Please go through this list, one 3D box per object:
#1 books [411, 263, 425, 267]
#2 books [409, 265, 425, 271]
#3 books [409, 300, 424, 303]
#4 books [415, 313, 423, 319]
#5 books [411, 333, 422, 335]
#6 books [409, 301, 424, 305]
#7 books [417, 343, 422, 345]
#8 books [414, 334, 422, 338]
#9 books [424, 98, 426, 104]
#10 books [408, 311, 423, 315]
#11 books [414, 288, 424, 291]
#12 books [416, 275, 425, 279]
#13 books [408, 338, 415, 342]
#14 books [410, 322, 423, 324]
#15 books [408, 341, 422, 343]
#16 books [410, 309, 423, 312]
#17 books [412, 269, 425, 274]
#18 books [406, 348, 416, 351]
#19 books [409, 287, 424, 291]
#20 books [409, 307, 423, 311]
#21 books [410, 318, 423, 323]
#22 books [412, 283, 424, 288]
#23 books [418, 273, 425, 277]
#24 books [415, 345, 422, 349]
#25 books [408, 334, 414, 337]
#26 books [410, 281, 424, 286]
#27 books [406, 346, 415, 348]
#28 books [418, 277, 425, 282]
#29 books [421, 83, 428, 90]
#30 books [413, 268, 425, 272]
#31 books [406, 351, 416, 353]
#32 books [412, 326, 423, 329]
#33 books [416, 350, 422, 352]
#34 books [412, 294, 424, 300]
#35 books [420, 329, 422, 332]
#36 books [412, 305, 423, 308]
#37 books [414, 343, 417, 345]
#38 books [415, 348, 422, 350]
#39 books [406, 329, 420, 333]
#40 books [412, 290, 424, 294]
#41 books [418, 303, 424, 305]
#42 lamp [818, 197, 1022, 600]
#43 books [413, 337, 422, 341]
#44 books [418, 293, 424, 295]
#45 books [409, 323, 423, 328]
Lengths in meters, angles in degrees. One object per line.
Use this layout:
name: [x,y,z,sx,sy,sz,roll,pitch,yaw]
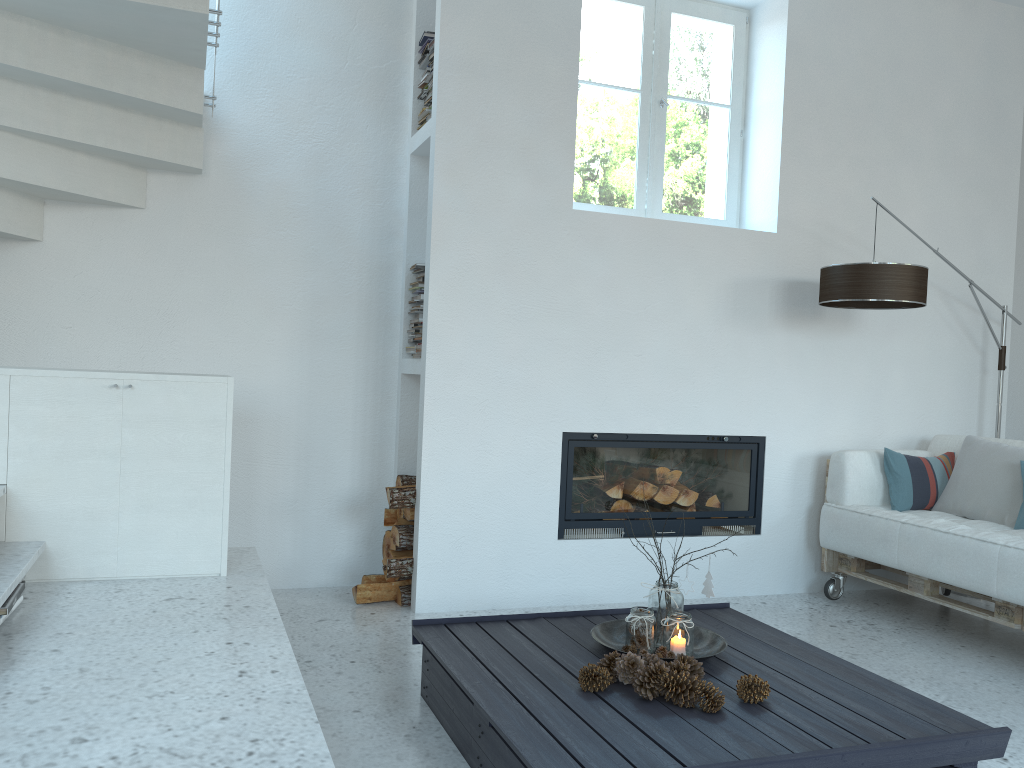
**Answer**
books: [-0.326,-0.553,4.230,0.290,0.008,0.160,2,1,-16]
books: [-0.332,-0.544,4.245,0.295,0.011,0.137,2,1,-18]
books: [-0.338,-0.385,4.245,0.295,0.007,0.146,2,1,-18]
books: [-0.344,-0.315,4.243,0.222,0.028,0.141,2,1,-15]
books: [-0.314,-0.219,4.018,0.264,0.005,0.115,2,1,-21]
books: [-0.339,-0.379,4.247,0.290,0.005,0.126,2,1,-25]
books: [-0.319,-0.176,4.027,0.207,0.009,0.121,2,1,-16]
books: [-0.319,-0.212,4.033,0.225,0.011,0.142,2,1,-18]
books: [-0.288,-1.345,4.211,0.236,0.015,0.150,2,1,-17]
books: [-0.342,-0.333,4.241,0.285,0.008,0.159,2,1,-19]
books: [-0.333,-0.439,4.237,0.254,0.006,0.161,2,1,-18]
books: [-0.326,-0.501,4.223,0.225,0.005,0.193,2,1,-21]
books: [-0.345,-0.202,4.235,0.285,0.012,0.159,2,1,-15]
books: [-0.338,-0.281,4.224,0.254,0.007,0.189,2,1,-23]
books: [-0.345,-0.193,4.235,0.285,0.006,0.159,2,1,-15]
books: [-0.341,-0.342,4.249,0.266,0.010,0.145,2,1,-21]
books: [-0.324,-0.524,4.220,0.262,0.006,0.184,2,1,-24]
books: [-0.348,-0.158,4.239,0.290,0.013,0.157,2,1,-24]
books: [-0.338,-0.446,4.251,0.295,0.007,0.135,2,1,-21]
books: [-0.334,-0.349,4.230,0.289,0.005,0.169,2,1,-16]
books: [-0.340,-0.293,4.229,0.263,0.016,0.192,2,1,-20]
books: [-0.334,-0.458,4.241,0.263,0.017,0.156,2,1,-19]
books: [-0.329,-0.513,4.232,0.203,0.018,0.159,2,1,-25]
books: [-0.323,-0.164,4.039,0.211,0.016,0.153,2,1,-18]
books: [-0.344,-0.225,4.234,0.282,0.010,0.169,2,1,-17]
books: [-0.332,-0.470,4.237,0.285,0.008,0.159,2,1,-22]
books: [-0.346,-0.167,4.233,0.291,0.007,0.174,2,1,-23]
books: [-0.333,-0.486,4.241,0.218,0.025,0.141,2,1,-15]
books: [-0.284,-1.401,4.210,0.249,0.006,0.189,2,1,-22]
books: [-0.334,-0.533,4.248,0.254,0.010,0.138,2,1,-21]
books: [-0.354,-0.147,4.253,0.294,0.008,0.132,2,1,-17]
books: [-0.318,-0.251,4.032,0.252,0.006,0.141,2,1,-18]
books: [-0.322,-0.145,4.033,0.209,0.007,0.131,2,1,-15]
books: [-0.330,-0.400,4.224,0.262,0.023,0.200,2,1,-20]
books: [-0.321,-0.240,4.039,0.174,0.017,0.153,2,1,-16]
books: [-0.337,-0.358,4.239,0.254,0.012,0.161,2,1,-22]
books: [-0.343,-0.180,4.227,0.215,0.019,0.185,2,1,-16]
books: [-0.319,-0.152,4.025,0.216,0.007,0.130,2,1,-20]
books: [-0.346,-0.244,4.243,0.285,0.012,0.159,2,1,-21]
books: [-0.338,-0.432,4.248,0.269,0.009,0.132,2,1,-17]
books: [-0.333,-0.370,4.229,0.206,0.012,0.183,2,1,-18]
lamp: [2.114,0.127,4.480,1.559,1.966,0.470,2,1,-34]
books: [-0.322,-0.200,4.040,0.219,0.013,0.157,2,1,-22]
books: [-0.329,-0.419,4.224,0.189,0.016,0.182,2,1,-25]
books: [-0.342,-0.270,4.234,0.282,0.016,0.162,2,1,-16]
